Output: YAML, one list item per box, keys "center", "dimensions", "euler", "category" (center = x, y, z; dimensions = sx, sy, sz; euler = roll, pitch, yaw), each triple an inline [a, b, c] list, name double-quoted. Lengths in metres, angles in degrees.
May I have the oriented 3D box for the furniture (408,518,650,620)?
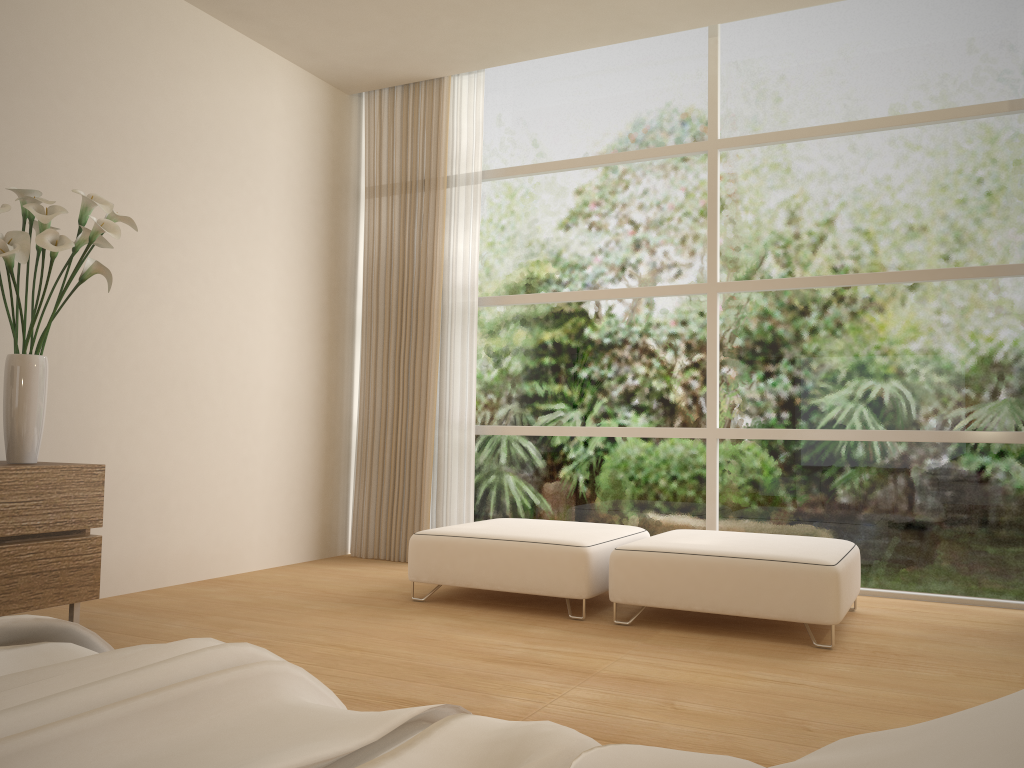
- center: [0.116, 0.899, 4.510]
  dimensions: [0.965, 0.346, 0.964]
  euler: [-1, -4, 26]
  category: "furniture"

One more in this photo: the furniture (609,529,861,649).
- center: [1.043, 0.888, 4.049]
  dimensions: [0.965, 0.346, 0.964]
  euler: [-1, -4, 26]
  category: "furniture"

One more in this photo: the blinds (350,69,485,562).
- center: [-0.647, -0.542, 5.786]
  dimensions: [0.950, 3.352, 0.211]
  euler: [-1, -4, 25]
  category: "blinds"

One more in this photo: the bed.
- center: [-0.654, 0.513, 0.157]
  dimensions: [2.535, 0.570, 2.599]
  euler: [-1, -4, 26]
  category: "bed"

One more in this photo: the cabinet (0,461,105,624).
- center: [-2.719, 0.541, 1.998]
  dimensions: [0.588, 0.662, 3.713]
  euler: [-1, -4, 26]
  category: "cabinet"

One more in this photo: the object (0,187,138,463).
- center: [-1.774, -0.235, 3.423]
  dimensions: [0.515, 1.085, 0.608]
  euler: [2, -4, -15]
  category: "object"

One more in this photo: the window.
- center: [1.172, -0.556, 5.168]
  dimensions: [4.781, 3.371, 0.071]
  euler: [-1, -4, 26]
  category: "window"
